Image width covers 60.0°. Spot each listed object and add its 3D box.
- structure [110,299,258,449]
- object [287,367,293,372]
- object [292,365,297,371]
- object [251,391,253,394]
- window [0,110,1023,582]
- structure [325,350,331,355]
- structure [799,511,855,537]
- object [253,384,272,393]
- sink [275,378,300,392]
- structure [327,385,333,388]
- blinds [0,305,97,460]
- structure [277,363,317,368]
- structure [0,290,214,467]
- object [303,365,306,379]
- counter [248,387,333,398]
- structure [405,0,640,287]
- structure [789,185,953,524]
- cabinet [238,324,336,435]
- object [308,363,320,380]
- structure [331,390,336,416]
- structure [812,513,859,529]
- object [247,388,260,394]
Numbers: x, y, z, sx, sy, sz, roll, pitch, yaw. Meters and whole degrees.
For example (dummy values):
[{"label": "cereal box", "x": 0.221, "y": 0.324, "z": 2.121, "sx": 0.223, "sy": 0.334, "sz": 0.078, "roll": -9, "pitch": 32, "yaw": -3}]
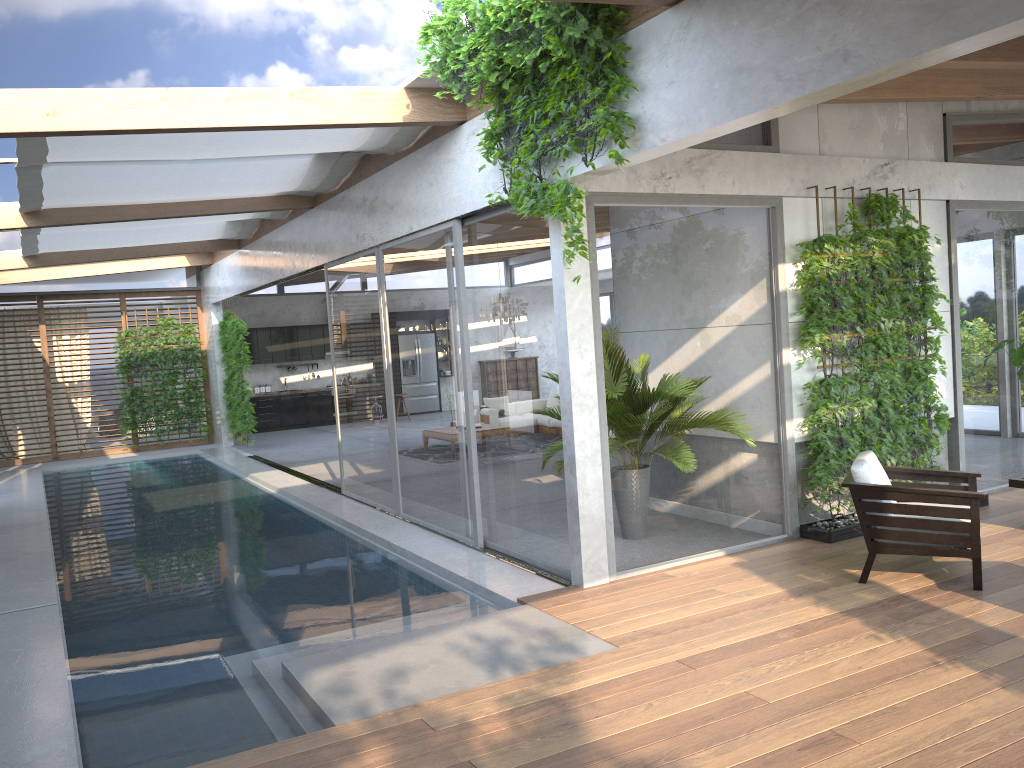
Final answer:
[{"label": "structure", "x": -5.361, "y": 0.014, "z": 12.732, "sx": 2.739, "sy": 2.687, "sz": 10.282, "roll": -4, "pitch": 3, "yaw": -11}, {"label": "object", "x": -5.049, "y": -0.347, "z": 20.152, "sx": 0.117, "sy": 0.139, "sz": 0.093, "roll": -5, "pitch": 3, "yaw": -26}, {"label": "object", "x": -4.949, "y": -0.356, "z": 20.197, "sx": 0.117, "sy": 0.139, "sz": 0.093, "roll": -4, "pitch": 3, "yaw": -11}, {"label": "object", "x": -5.692, "y": 0.185, "z": 19.383, "sx": 0.083, "sy": 0.057, "sz": 0.072, "roll": -1, "pitch": 4, "yaw": 37}, {"label": "window", "x": -0.842, "y": -0.831, "z": 14.133, "sx": 14.294, "sy": 3.764, "sz": 23.280, "roll": -6, "pitch": 4, "yaw": -28}, {"label": "structure", "x": -4.077, "y": -0.742, "z": 20.529, "sx": 0.599, "sy": 0.104, "sz": 0.368, "roll": -6, "pitch": 4, "yaw": -28}, {"label": "structure", "x": 2.555, "y": 0.843, "z": 8.378, "sx": 2.012, "sy": 0.595, "sz": 2.203, "roll": -6, "pitch": 4, "yaw": -28}, {"label": "object", "x": -5.586, "y": 0.098, "z": 19.833, "sx": 0.405, "sy": 0.200, "sz": 0.147, "roll": -5, "pitch": 4, "yaw": -27}, {"label": "sink", "x": -5.020, "y": 0.126, "z": 19.905, "sx": 0.526, "sy": 0.514, "sz": 0.514, "roll": -6, "pitch": 4, "yaw": -28}, {"label": "structure", "x": -3.974, "y": 0.041, "z": 20.475, "sx": 0.605, "sy": 0.031, "sz": 0.496, "roll": -6, "pitch": 4, "yaw": -28}, {"label": "blinds", "x": -8.955, "y": -0.005, "z": 16.673, "sx": 2.087, "sy": 2.898, "sz": 0.692, "roll": -5, "pitch": 3, "yaw": -25}, {"label": "structure", "x": -4.888, "y": -0.425, "z": 20.254, "sx": 0.932, "sy": 0.046, "sz": 0.081, "roll": -6, "pitch": 4, "yaw": -28}, {"label": "structure", "x": -8.005, "y": -0.163, "z": 16.787, "sx": 4.313, "sy": 3.079, "sz": 0.085, "roll": -6, "pitch": 4, "yaw": -28}, {"label": "object", "x": -4.764, "y": -0.282, "z": 20.314, "sx": 0.071, "sy": 0.325, "sz": 0.066, "roll": -6, "pitch": 4, "yaw": -28}, {"label": "counter", "x": -4.841, "y": 0.170, "z": 20.002, "sx": 3.805, "sy": 0.061, "sz": 0.607, "roll": -6, "pitch": 4, "yaw": -28}, {"label": "structure", "x": 0.066, "y": -1.602, "z": 5.575, "sx": 0.918, "sy": 2.054, "sz": 1.822, "roll": -6, "pitch": 4, "yaw": -31}, {"label": "structure", "x": 2.958, "y": -0.249, "z": 7.181, "sx": 1.851, "sy": 2.669, "sz": 0.500, "roll": -5, "pitch": 4, "yaw": -28}, {"label": "cabinet", "x": -3.966, "y": -0.348, "z": 20.495, "sx": 5.901, "sy": 2.502, "sz": 0.709, "roll": -6, "pitch": 4, "yaw": -30}, {"label": "object", "x": -4.561, "y": -0.278, "z": 20.388, "sx": 0.282, "sy": 0.380, "sz": 0.070, "roll": -5, "pitch": 4, "yaw": -28}, {"label": "structure", "x": -3.939, "y": 0.413, "z": 20.478, "sx": 0.587, "sy": 0.588, "sz": 0.584, "roll": -6, "pitch": 4, "yaw": -28}, {"label": "structure", "x": 2.747, "y": 1.068, "z": 7.029, "sx": 0.928, "sy": 0.044, "sz": 0.231, "roll": -6, "pitch": 4, "yaw": -28}, {"label": "object", "x": -5.812, "y": 0.165, "z": 19.492, "sx": 0.381, "sy": 0.134, "sz": 0.590, "roll": -6, "pitch": 4, "yaw": -40}]
